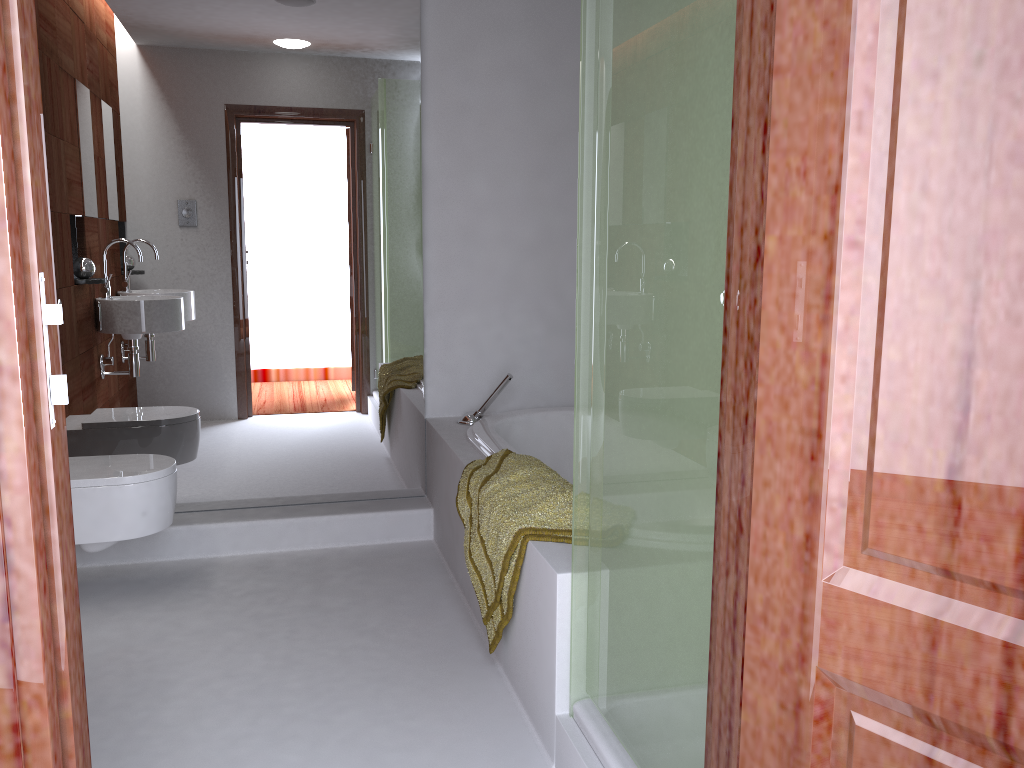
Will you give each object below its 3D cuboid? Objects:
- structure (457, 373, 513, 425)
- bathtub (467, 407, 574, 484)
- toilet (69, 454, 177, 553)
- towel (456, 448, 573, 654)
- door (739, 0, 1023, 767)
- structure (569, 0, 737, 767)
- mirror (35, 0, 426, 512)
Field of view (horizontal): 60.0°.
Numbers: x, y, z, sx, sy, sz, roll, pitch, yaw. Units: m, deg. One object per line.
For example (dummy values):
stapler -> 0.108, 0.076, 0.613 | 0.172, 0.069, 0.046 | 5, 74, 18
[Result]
structure -> -0.099, 0.074, 3.480 | 0.239, 0.257, 0.112 | 3, 9, 16
bathtub -> 0.375, 0.431, 2.905 | 0.881, 0.424, 1.683 | -2, 9, -15
toilet -> -1.366, 0.407, 2.860 | 0.547, 0.284, 0.329 | -2, 9, -15
towel -> 0.067, 0.474, 2.489 | 0.349, 0.452, 0.890 | -3, 10, -20
door -> 0.461, 0.029, 0.650 | 0.095, 1.780, 0.708 | -7, 11, -38
structure -> 0.714, -0.126, 1.584 | 1.015, 2.079, 0.765 | -2, 9, -15
mirror -> -1.042, -0.599, 3.280 | 1.433, 2.183, 0.019 | -2, 9, -15
